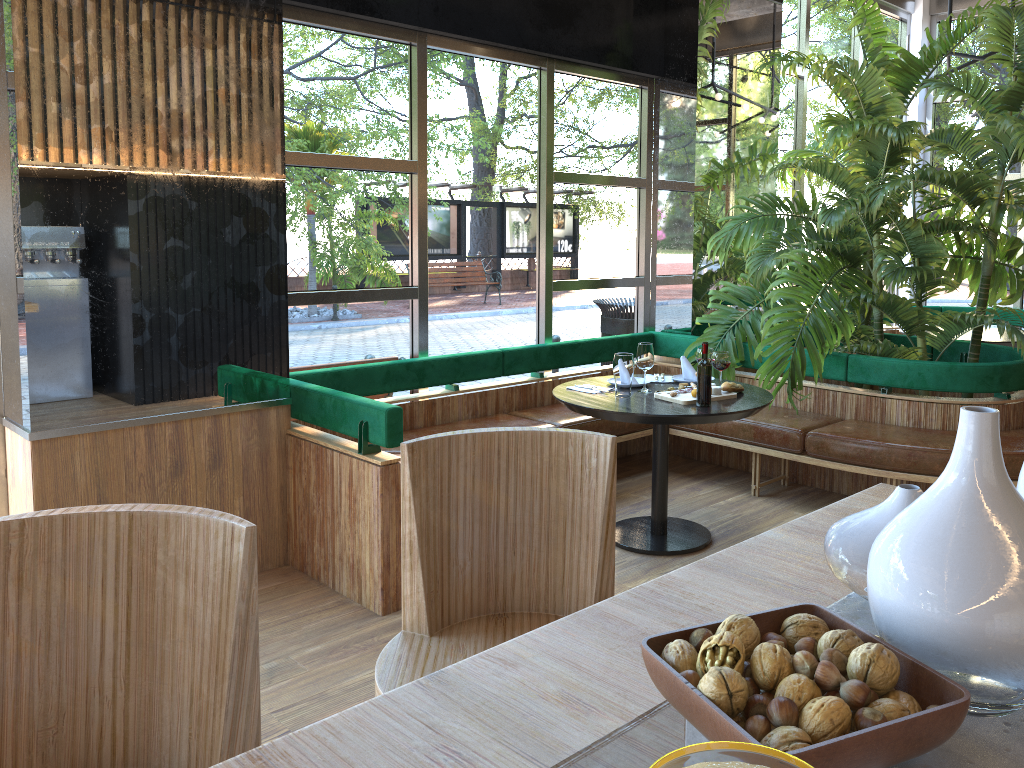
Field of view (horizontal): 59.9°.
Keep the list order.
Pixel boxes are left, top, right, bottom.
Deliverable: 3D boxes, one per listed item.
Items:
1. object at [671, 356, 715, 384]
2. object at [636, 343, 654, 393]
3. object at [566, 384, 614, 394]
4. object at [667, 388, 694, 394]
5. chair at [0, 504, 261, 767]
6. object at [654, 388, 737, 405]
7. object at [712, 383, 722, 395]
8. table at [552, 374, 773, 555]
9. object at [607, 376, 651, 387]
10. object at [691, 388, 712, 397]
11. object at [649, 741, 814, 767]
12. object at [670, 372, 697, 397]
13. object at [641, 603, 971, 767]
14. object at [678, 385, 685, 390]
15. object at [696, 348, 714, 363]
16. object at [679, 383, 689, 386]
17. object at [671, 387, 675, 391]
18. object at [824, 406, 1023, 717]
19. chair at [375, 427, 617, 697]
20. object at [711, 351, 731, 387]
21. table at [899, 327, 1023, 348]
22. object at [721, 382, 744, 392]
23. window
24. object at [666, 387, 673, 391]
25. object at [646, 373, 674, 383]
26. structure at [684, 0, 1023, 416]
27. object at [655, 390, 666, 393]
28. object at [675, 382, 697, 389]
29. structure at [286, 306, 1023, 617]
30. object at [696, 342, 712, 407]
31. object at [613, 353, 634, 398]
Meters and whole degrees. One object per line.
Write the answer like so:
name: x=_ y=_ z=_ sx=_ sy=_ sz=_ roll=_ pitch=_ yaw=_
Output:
object: x=0.974 y=-0.076 z=4.776 sx=0.224 sy=0.137 sz=0.244 roll=6 pitch=10 yaw=30
object: x=0.666 y=-0.082 z=4.449 sx=0.089 sy=0.243 sz=0.097 roll=4 pitch=7 yaw=30
object: x=0.411 y=0.022 z=4.490 sx=0.166 sy=0.019 sz=0.245 roll=-8 pitch=13 yaw=-42
object: x=0.855 y=0.033 z=4.360 sx=0.232 sy=0.013 sz=0.098 roll=-7 pitch=13 yaw=-39
chair: x=-0.608 y=0.715 z=1.185 sx=0.531 sy=0.960 sz=0.569 roll=3 pitch=7 yaw=22
object: x=0.894 y=0.056 z=4.325 sx=0.370 sy=0.019 sz=0.230 roll=-6 pitch=12 yaw=-33
object: x=0.981 y=0.019 z=4.380 sx=0.062 sy=0.038 sz=0.201 roll=0 pitch=10 yaw=-6
table: x=0.751 y=0.411 z=4.497 sx=1.076 sy=0.743 sz=1.135 roll=3 pitch=9 yaw=15
object: x=0.615 y=-0.061 z=4.662 sx=0.224 sy=0.137 sz=0.244 roll=6 pitch=10 yaw=30
object: x=0.922 y=0.021 z=4.285 sx=0.093 sy=0.064 sz=0.176 roll=3 pitch=10 yaw=18
object: x=-0.240 y=0.257 z=0.175 sx=0.842 sy=0.133 sz=0.203 roll=-7 pitch=11 yaw=-37
object: x=0.835 y=-0.001 z=4.236 sx=0.134 sy=0.122 sz=0.105 roll=5 pitch=8 yaw=27
object: x=0.220 y=0.212 z=0.644 sx=0.234 sy=0.072 sz=0.189 roll=-4 pitch=10 yaw=-23
object: x=0.856 y=0.022 z=4.482 sx=0.031 sy=0.032 sz=0.039 roll=8 pitch=11 yaw=44
object: x=1.004 y=-0.084 z=4.616 sx=0.098 sy=0.199 sz=0.107 roll=5 pitch=8 yaw=36
object: x=0.888 y=0.008 z=4.588 sx=0.048 sy=0.025 sz=0.024 roll=-4 pitch=9 yaw=-26
object: x=0.807 y=0.026 z=4.491 sx=0.039 sy=0.019 sz=0.032 roll=-5 pitch=10 yaw=-31
object: x=0.449 y=0.034 z=0.757 sx=0.314 sy=0.394 sz=0.325 roll=1 pitch=7 yaw=6
chair: x=0.010 y=0.621 z=1.766 sx=0.573 sy=0.960 sz=0.526 roll=-4 pitch=8 yaw=-33
object: x=1.057 y=-0.063 z=4.495 sx=0.098 sy=0.199 sz=0.107 roll=5 pitch=8 yaw=36
table: x=3.760 y=-0.048 z=7.333 sx=1.062 sy=0.743 sz=1.149 roll=5 pitch=10 yaw=27
object: x=1.093 y=0.017 z=4.410 sx=0.055 sy=0.071 sz=0.223 roll=6 pitch=11 yaw=37
window: x=-2.191 y=-1.840 z=0.673 sx=21.401 sy=6.437 sz=3.977 roll=-8 pitch=11 yaw=-43
object: x=0.786 y=0.033 z=4.418 sx=0.040 sy=0.031 sz=0.032 roll=-2 pitch=8 yaw=-18
object: x=0.805 y=-0.036 z=4.846 sx=0.156 sy=0.019 sz=0.260 roll=2 pitch=10 yaw=8
structure: x=2.648 y=-1.108 z=5.949 sx=2.334 sy=3.404 sz=2.804 roll=5 pitch=8 yaw=31
object: x=0.732 y=0.042 z=4.415 sx=0.059 sy=0.013 sz=0.156 roll=9 pitch=13 yaw=41
object: x=0.901 y=0.015 z=4.532 sx=0.132 sy=0.028 sz=0.096 roll=-5 pitch=11 yaw=-29
structure: x=-1.468 y=0.747 z=0.137 sx=21.152 sy=1.533 sz=5.793 roll=-9 pitch=13 yaw=-43
object: x=0.890 y=-0.046 z=4.107 sx=0.071 sy=0.296 sz=0.066 roll=-3 pitch=6 yaw=-27
object: x=0.543 y=-0.043 z=4.324 sx=0.107 sy=0.207 sz=0.105 roll=-1 pitch=6 yaw=-8
